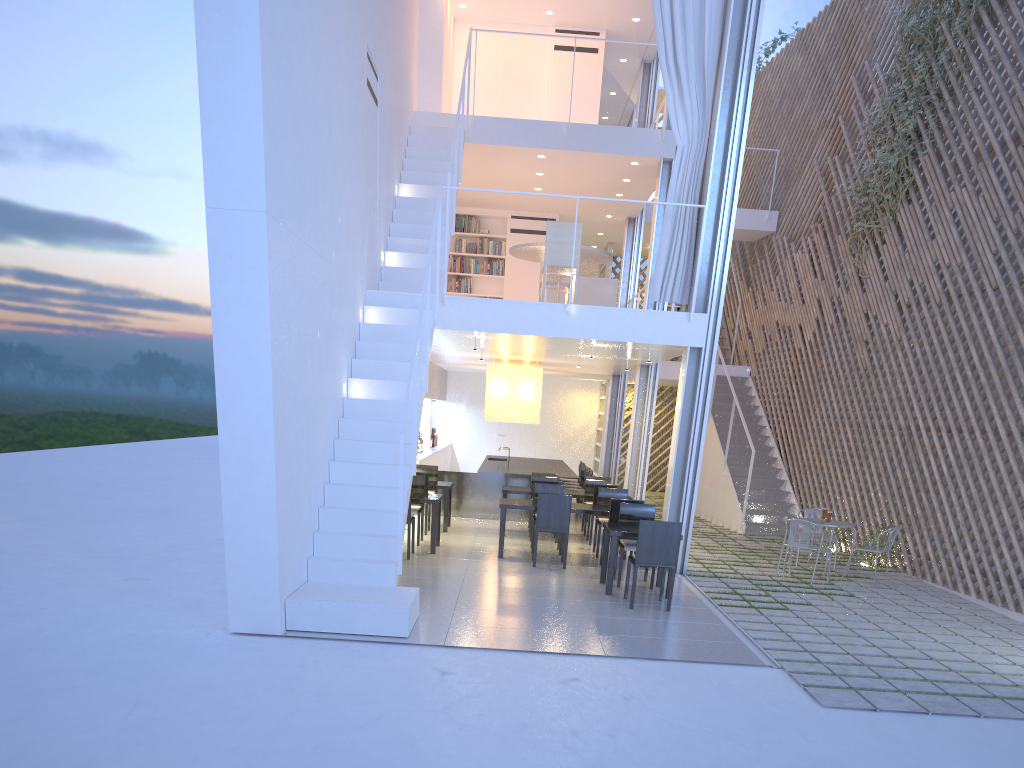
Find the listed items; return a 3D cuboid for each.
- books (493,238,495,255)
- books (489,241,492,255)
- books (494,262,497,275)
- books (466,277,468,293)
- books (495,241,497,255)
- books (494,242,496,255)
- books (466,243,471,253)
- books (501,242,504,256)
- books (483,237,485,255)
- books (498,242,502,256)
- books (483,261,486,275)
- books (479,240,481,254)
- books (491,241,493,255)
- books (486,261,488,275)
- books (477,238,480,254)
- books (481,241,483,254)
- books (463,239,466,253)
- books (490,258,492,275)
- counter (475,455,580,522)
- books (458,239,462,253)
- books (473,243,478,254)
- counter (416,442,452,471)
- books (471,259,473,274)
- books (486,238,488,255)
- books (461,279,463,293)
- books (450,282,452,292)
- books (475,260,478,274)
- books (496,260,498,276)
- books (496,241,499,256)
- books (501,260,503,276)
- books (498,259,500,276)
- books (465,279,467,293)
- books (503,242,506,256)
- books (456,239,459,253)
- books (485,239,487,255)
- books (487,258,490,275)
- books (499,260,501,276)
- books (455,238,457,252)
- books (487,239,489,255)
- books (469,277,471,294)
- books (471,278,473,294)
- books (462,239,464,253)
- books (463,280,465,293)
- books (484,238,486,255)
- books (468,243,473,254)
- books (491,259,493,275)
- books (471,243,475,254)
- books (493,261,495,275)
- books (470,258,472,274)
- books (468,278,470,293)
[{"bbox_3d":[-0.541,-0.543,6.369,0.030,1.810,3.390,7,3,11],"label":"books"},{"bbox_3d":[-0.525,-0.542,6.356,0.034,1.748,3.398,7,3,10],"label":"books"},{"bbox_3d":[-0.156,-1.083,7.792,0.018,0.130,0.078,3,12,0],"label":"books"},{"bbox_3d":[-0.428,-0.934,7.838,0.009,0.157,0.082,3,13,0],"label":"books"},{"bbox_3d":[-0.532,-0.530,6.377,0.023,1.785,3.367,7,3,12],"label":"books"},{"bbox_3d":[-0.159,-1.264,7.741,0.006,0.129,0.074,3,13,0],"label":"books"},{"bbox_3d":[-0.410,-1.271,7.747,0.040,0.109,0.057,3,13,0],"label":"books"},{"bbox_3d":[-0.495,-0.529,6.365,0.036,1.778,3.424,7,3,12],"label":"books"},{"bbox_3d":[-0.266,-1.288,7.732,0.011,0.165,0.075,3,14,0],"label":"books"},{"bbox_3d":[-0.499,-0.544,6.370,0.045,1.740,3.399,7,3,12],"label":"books"},{"bbox_3d":[-0.256,-1.091,7.786,0.021,0.133,0.084,3,12,0],"label":"books"},{"bbox_3d":[-0.586,-0.547,6.338,0.123,1.747,3.416,6,3,9],"label":"books"},{"bbox_3d":[-0.525,-0.561,6.358,0.029,1.713,3.390,7,3,10],"label":"books"},{"bbox_3d":[-0.238,-1.091,7.787,0.015,0.136,0.081,3,12,0],"label":"books"},{"bbox_3d":[-0.316,-1.286,7.734,0.015,0.153,0.072,3,14,0],"label":"books"},{"bbox_3d":[-0.590,-0.530,6.384,0.030,1.776,3.343,6,3,9],"label":"books"},{"bbox_3d":[-0.680,-0.538,6.365,0.030,1.778,3.354,6,3,7],"label":"books"},{"bbox_3d":[-0.201,-1.102,7.787,0.011,0.165,0.075,3,14,0],"label":"books"},{"bbox_3d":[0.123,0.958,7.788,0.815,0.398,2.371,4,-1,0],"label":"counter"},{"bbox_3d":[-0.681,-0.541,6.348,0.039,1.773,3.377,5,3,5],"label":"books"},{"bbox_3d":[-0.345,-1.266,7.747,0.040,0.109,0.057,3,13,0],"label":"books"},{"bbox_3d":[-0.860,0.887,8.358,0.233,0.460,3.423,4,-1,0],"label":"counter"},{"bbox_3d":[-0.374,-1.102,7.781,0.015,0.138,0.087,3,12,0],"label":"books"},{"bbox_3d":[-0.555,-0.540,6.383,0.023,1.803,3.341,7,3,10],"label":"books"},{"bbox_3d":[-0.474,-0.926,7.839,0.015,0.133,0.085,3,12,0],"label":"books"},{"bbox_3d":[-0.579,-0.920,7.855,0.021,0.106,0.057,3,13,0],"label":"books"},{"bbox_3d":[-0.340,-1.100,7.793,0.021,0.141,0.064,3,14,0],"label":"books"},{"bbox_3d":[-0.142,-1.089,7.785,0.008,0.145,0.087,3,12,0],"label":"books"},{"bbox_3d":[-0.516,-0.540,6.353,0.037,1.751,3.429,7,3,12],"label":"books"},{"bbox_3d":[-0.099,-1.091,7.788,0.011,0.156,0.079,3,14,0],"label":"books"},{"bbox_3d":[-0.126,-1.093,7.786,0.009,0.157,0.082,3,13,0],"label":"books"},{"bbox_3d":[-0.436,-0.926,7.838,0.005,0.138,0.087,3,12,0],"label":"books"},{"bbox_3d":[-0.473,-0.538,6.362,0.038,1.750,3.423,7,3,12],"label":"books"},{"bbox_3d":[-0.680,-0.557,6.368,0.027,1.738,3.320,5,3,5],"label":"books"},{"bbox_3d":[-0.567,-0.539,6.383,0.023,1.798,3.343,7,3,10],"label":"books"},{"bbox_3d":[-0.222,-1.104,7.784,0.015,0.164,0.080,3,14,0],"label":"books"},{"bbox_3d":[-0.110,-1.090,7.787,0.010,0.152,0.081,3,13,0],"label":"books"},{"bbox_3d":[-0.703,-0.546,6.360,0.040,1.776,3.326,5,3,4],"label":"books"},{"bbox_3d":[-0.225,-1.276,7.730,0.008,0.145,0.087,3,12,0],"label":"books"},{"bbox_3d":[-0.400,-0.932,7.840,0.011,0.156,0.079,3,14,0],"label":"books"},{"bbox_3d":[-0.385,-0.931,7.842,0.020,0.156,0.076,3,14,0],"label":"books"},{"bbox_3d":[-0.669,-0.557,6.353,0.036,1.742,3.360,5,3,6],"label":"books"},{"bbox_3d":[-0.457,-0.924,7.844,0.018,0.130,0.078,3,12,0],"label":"books"},{"bbox_3d":[-0.558,-0.540,6.384,0.023,1.802,3.334,6,3,9],"label":"books"},{"bbox_3d":[-0.389,-1.269,7.746,0.040,0.109,0.057,3,13,0],"label":"books"},{"bbox_3d":[-0.188,-1.096,7.790,0.015,0.153,0.072,3,14,0],"label":"books"},{"bbox_3d":[-0.367,-1.268,7.748,0.040,0.109,0.057,3,13,0],"label":"books"},{"bbox_3d":[-0.173,-1.086,7.787,0.015,0.133,0.085,3,12,0],"label":"books"},{"bbox_3d":[-0.389,-1.110,7.782,0.015,0.153,0.081,3,13,0],"label":"books"},{"bbox_3d":[-0.411,-0.931,7.839,0.010,0.152,0.081,3,13,0],"label":"books"}]
